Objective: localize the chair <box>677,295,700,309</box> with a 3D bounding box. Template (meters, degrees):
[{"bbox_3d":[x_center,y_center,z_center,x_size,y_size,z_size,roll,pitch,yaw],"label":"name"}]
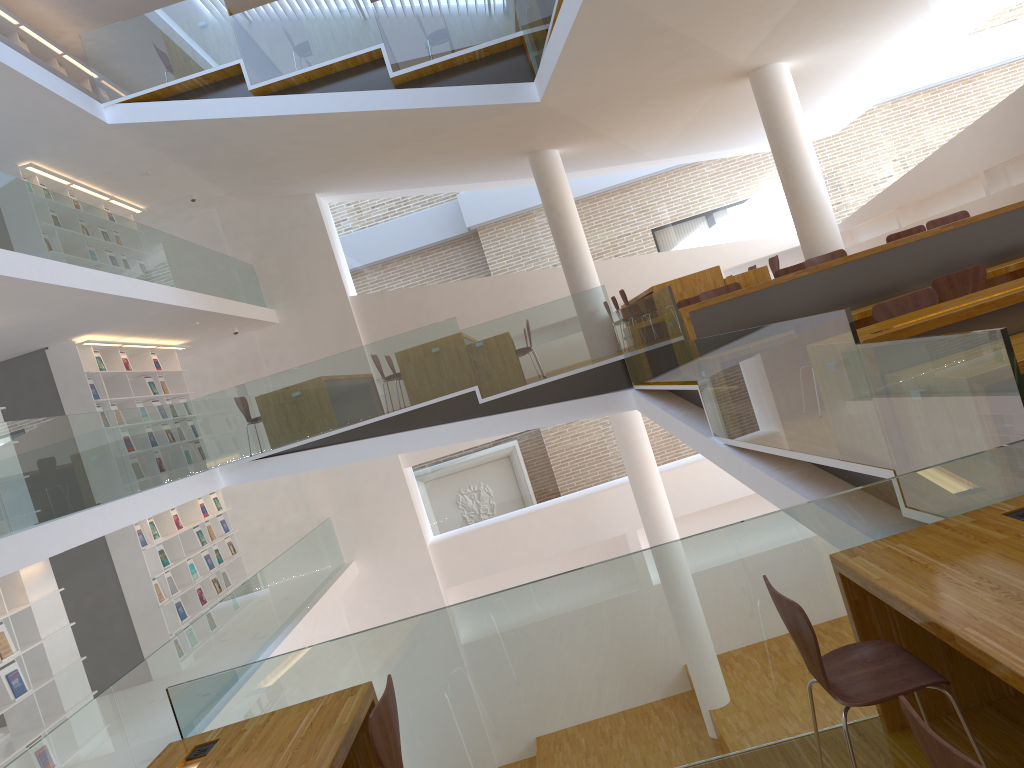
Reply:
[{"bbox_3d":[1.845,-0.509,8.605,0.428,0.693,0.381,-17,1,1],"label":"chair"}]

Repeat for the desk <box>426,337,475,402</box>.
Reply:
[{"bbox_3d":[-0.535,-0.194,11.159,1.248,0.757,3.196,-17,1,1],"label":"desk"}]

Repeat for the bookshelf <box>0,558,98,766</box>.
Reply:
[{"bbox_3d":[-4.150,2.455,6.274,0.397,1.836,3.666,-17,1,1],"label":"bookshelf"}]

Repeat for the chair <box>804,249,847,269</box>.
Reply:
[{"bbox_3d":[2.862,-0.816,7.696,0.428,0.693,0.381,-17,1,1],"label":"chair"}]

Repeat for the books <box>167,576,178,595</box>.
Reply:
[{"bbox_3d":[-3.989,2.367,10.404,0.037,0.210,0.145,-17,1,1],"label":"books"}]

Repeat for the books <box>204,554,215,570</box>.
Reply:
[{"bbox_3d":[-3.969,2.343,11.649,0.037,0.210,0.145,-17,1,1],"label":"books"}]

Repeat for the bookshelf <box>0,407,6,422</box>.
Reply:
[{"bbox_3d":[-4.721,0.475,6.243,0.498,1.836,3.666,-17,1,1],"label":"bookshelf"}]

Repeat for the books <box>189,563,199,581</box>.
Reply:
[{"bbox_3d":[-3.983,2.349,11.091,0.037,0.210,0.145,-17,1,1],"label":"books"}]

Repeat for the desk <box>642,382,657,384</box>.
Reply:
[{"bbox_3d":[2.879,-0.796,8.985,3.356,0.606,0.760,-17,1,1],"label":"desk"}]

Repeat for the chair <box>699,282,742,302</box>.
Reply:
[{"bbox_3d":[1.936,-0.524,7.717,0.428,0.693,0.381,-17,1,1],"label":"chair"}]

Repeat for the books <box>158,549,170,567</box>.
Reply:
[{"bbox_3d":[-4.089,2.051,10.415,0.037,0.210,0.145,-17,1,1],"label":"books"}]

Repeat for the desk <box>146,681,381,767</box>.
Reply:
[{"bbox_3d":[-0.997,1.713,1.598,1.285,0.918,3.236,-17,1,1],"label":"desk"}]

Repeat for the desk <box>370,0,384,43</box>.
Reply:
[{"bbox_3d":[-1.793,-3.826,11.070,0.760,0.606,3.196,-17,1,1],"label":"desk"}]

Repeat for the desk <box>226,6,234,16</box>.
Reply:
[{"bbox_3d":[-3.297,-3.672,11.097,0.760,0.606,3.196,-17,1,1],"label":"desk"}]

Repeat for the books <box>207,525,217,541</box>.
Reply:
[{"bbox_3d":[-4.067,2.016,11.995,0.037,0.210,0.145,-17,1,1],"label":"books"}]

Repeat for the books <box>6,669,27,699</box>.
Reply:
[{"bbox_3d":[-3.982,2.413,7.133,0.037,0.210,0.145,-17,1,1],"label":"books"}]

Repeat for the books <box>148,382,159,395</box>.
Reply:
[{"bbox_3d":[-4.689,0.067,11.615,0.037,0.210,0.145,-17,1,1],"label":"books"}]

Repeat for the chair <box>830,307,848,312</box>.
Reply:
[{"bbox_3d":[2.254,-0.160,6.317,0.428,0.693,0.381,-17,1,1],"label":"chair"}]

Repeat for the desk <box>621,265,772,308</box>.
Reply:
[{"bbox_3d":[2.247,-0.911,11.163,1.247,0.762,3.194,-17,1,1],"label":"desk"}]

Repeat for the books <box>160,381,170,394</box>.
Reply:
[{"bbox_3d":[-4.683,0.060,11.965,0.037,0.210,0.145,-17,1,1],"label":"books"}]

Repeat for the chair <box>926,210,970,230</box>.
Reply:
[{"bbox_3d":[3.917,-1.147,7.634,0.428,0.693,0.381,-17,1,1],"label":"chair"}]

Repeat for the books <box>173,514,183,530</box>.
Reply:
[{"bbox_3d":[-4.176,1.735,11.082,0.037,0.210,0.145,-17,1,1],"label":"books"}]

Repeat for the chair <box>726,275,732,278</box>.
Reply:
[{"bbox_3d":[2.987,-1.137,12.455,0.381,0.693,0.428,-17,1,1],"label":"chair"}]

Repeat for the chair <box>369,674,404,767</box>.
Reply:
[{"bbox_3d":[-0.457,1.313,2.687,0.381,0.693,0.428,-17,1,1],"label":"chair"}]

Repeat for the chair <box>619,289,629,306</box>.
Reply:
[{"bbox_3d":[1.500,-0.782,10.042,0.381,0.693,0.428,-17,1,1],"label":"chair"}]

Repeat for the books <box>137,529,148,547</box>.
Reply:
[{"bbox_3d":[-4.191,1.752,10.029,0.037,0.210,0.145,-17,1,1],"label":"books"}]

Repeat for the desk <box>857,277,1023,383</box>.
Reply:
[{"bbox_3d":[3.251,-0.309,3.987,3.243,0.785,1.527,-17,1,1],"label":"desk"}]

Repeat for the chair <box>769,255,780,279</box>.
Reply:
[{"bbox_3d":[2.989,-1.106,10.364,0.381,0.693,0.428,-17,1,1],"label":"chair"}]

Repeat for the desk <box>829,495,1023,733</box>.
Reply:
[{"bbox_3d":[1.479,0.774,1.349,0.760,0.606,3.185,-17,1,1],"label":"desk"}]

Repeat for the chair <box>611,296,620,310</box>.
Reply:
[{"bbox_3d":[1.515,-0.802,11.013,0.381,0.693,0.428,-17,1,1],"label":"chair"}]

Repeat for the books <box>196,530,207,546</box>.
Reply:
[{"bbox_3d":[-4.073,2.023,11.644,0.037,0.210,0.145,-17,1,1],"label":"books"}]

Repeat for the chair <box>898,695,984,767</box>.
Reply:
[{"bbox_3d":[1.002,0.871,1.519,0.381,0.693,0.428,-17,1,1],"label":"chair"}]

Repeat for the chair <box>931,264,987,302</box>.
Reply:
[{"bbox_3d":[3.180,-0.452,6.296,0.428,0.693,0.381,-17,1,1],"label":"chair"}]

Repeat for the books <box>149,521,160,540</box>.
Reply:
[{"bbox_3d":[-4.198,1.714,10.386,0.037,0.210,0.145,-17,1,1],"label":"books"}]

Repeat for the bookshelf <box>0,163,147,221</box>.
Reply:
[{"bbox_3d":[-5.251,-1.581,11.275,0.498,1.836,2.984,-17,1,1],"label":"bookshelf"}]

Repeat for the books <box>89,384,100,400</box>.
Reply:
[{"bbox_3d":[-4.713,0.097,9.997,0.037,0.210,0.145,-17,1,1],"label":"books"}]

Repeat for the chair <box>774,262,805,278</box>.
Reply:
[{"bbox_3d":[2.771,-0.800,8.584,0.428,0.693,0.381,-17,1,1],"label":"chair"}]

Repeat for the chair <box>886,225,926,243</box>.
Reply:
[{"bbox_3d":[3.839,-1.137,8.598,0.428,0.693,0.381,-17,1,1],"label":"chair"}]

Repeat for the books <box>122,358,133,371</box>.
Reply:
[{"bbox_3d":[-4.793,-0.222,11.052,0.037,0.210,0.145,-17,1,1],"label":"books"}]

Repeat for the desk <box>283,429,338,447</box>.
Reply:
[{"bbox_3d":[-2.306,0.284,11.198,0.760,0.606,3.194,-17,1,1],"label":"desk"}]

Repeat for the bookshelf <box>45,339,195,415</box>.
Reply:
[{"bbox_3d":[-4.636,0.371,11.304,0.498,1.836,2.984,-17,1,1],"label":"bookshelf"}]

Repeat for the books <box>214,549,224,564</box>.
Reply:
[{"bbox_3d":[-3.963,2.337,11.985,0.037,0.210,0.145,-17,1,1],"label":"books"}]

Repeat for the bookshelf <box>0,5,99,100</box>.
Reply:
[{"bbox_3d":[-5.857,-3.503,11.245,0.498,1.836,2.984,-17,1,1],"label":"bookshelf"}]

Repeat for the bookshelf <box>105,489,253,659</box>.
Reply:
[{"bbox_3d":[-4.017,2.336,11.334,0.498,1.836,2.984,-17,1,1],"label":"bookshelf"}]

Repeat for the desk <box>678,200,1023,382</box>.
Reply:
[{"bbox_3d":[2.992,-0.583,6.956,3.216,1.022,1.248,-17,1,1],"label":"desk"}]

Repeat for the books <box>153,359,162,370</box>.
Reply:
[{"bbox_3d":[-4.778,-0.241,11.960,0.037,0.210,0.145,-17,1,1],"label":"books"}]

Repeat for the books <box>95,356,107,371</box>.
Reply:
[{"bbox_3d":[-4.809,-0.223,10.364,0.037,0.210,0.145,-17,1,1],"label":"books"}]

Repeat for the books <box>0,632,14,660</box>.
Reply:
[{"bbox_3d":[-4.084,2.102,7.111,0.037,0.210,0.145,-17,1,1],"label":"books"}]

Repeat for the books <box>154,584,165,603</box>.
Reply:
[{"bbox_3d":[-4.001,2.366,10.022,0.037,0.210,0.145,-17,1,1],"label":"books"}]

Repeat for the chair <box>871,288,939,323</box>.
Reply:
[{"bbox_3d":[2.359,-0.177,4.973,0.428,0.693,0.381,-17,1,1],"label":"chair"}]

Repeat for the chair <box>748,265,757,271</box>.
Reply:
[{"bbox_3d":[3.005,-1.126,11.335,0.381,0.693,0.428,-17,1,1],"label":"chair"}]

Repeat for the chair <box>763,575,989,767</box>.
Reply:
[{"bbox_3d":[1.017,0.851,2.490,0.381,0.693,0.428,-17,1,1],"label":"chair"}]
